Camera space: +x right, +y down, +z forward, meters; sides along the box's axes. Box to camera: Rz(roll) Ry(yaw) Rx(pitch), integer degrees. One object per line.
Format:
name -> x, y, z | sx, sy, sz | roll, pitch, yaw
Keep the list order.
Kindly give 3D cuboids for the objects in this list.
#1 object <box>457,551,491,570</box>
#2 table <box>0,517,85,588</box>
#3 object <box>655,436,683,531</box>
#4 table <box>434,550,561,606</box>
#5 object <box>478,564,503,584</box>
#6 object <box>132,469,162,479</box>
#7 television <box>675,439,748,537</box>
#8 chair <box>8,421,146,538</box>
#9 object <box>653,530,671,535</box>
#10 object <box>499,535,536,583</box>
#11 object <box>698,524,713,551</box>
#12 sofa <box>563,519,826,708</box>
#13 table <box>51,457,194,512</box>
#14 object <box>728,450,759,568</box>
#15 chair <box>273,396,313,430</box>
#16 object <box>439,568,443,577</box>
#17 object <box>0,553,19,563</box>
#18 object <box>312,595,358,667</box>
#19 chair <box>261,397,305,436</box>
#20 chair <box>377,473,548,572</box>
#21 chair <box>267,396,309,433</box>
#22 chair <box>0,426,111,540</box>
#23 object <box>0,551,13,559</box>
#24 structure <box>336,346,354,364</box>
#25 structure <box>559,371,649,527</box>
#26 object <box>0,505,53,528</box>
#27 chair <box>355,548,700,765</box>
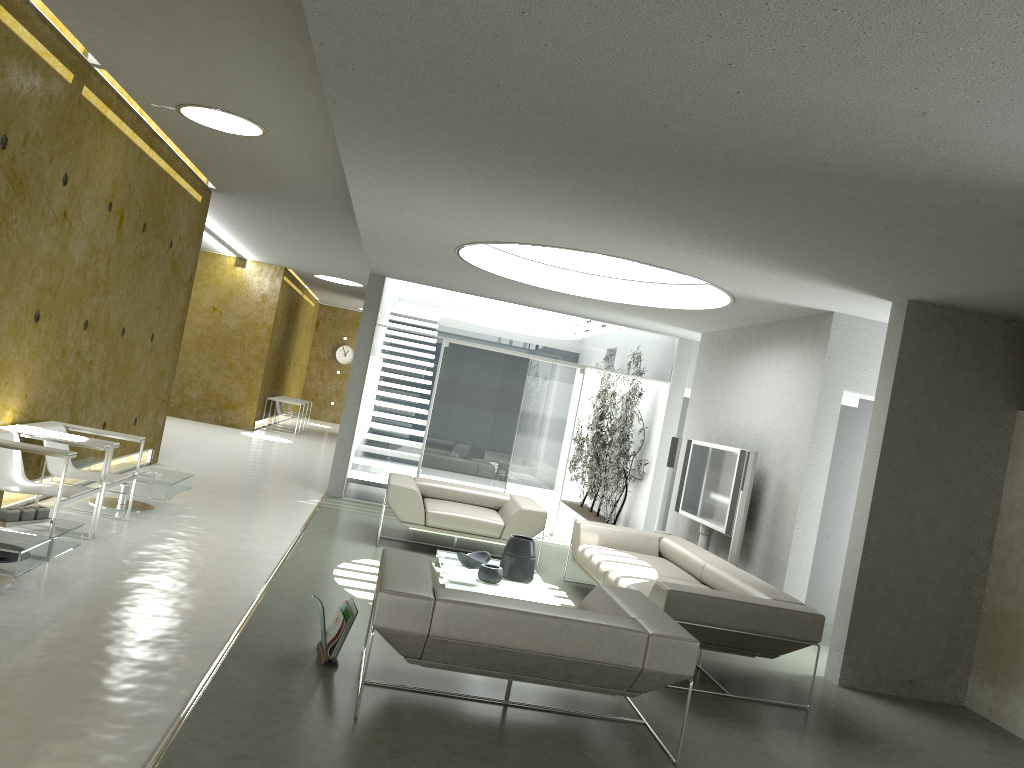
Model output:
object -> -0.294, 1.329, 6.679 | 0.223, 0.125, 0.317 | 10, -2, 29
table -> -2.938, 0.888, 4.752 | 0.900, 0.300, 0.900 | 11, -1, -7
object -> 1.679, 1.300, 9.692 | 0.310, 1.469, 0.310 | 10, -1, 20
table -> -0.147, 1.518, 6.510 | 0.790, 0.200, 1.500 | 11, -1, -7
object -> -0.154, 1.353, 6.309 | 0.177, 0.113, 0.177 | 12, -2, -27
object -> -3.076, 0.760, 7.475 | 0.197, 0.029, 0.189 | 11, -1, -7
television -> 1.947, 0.973, 8.570 | 0.127, 0.781, 1.603 | 11, -1, -7
chair -> -3.258, 0.684, 6.575 | 0.710, 0.667, 0.800 | 11, -1, -7
object -> 1.524, 1.773, 9.280 | 0.175, 0.461, 0.185 | 11, -1, -13
object -> 0.052, 1.299, 6.622 | 0.265, 0.309, 0.265 | 11, -1, -24
object -> 1.755, 1.685, 8.546 | 0.323, 0.689, 0.882 | 11, -1, -7
sofa -> 1.174, 1.579, 6.677 | 1.037, 0.585, 2.791 | 11, -1, -7
table -> -3.303, 0.886, 7.577 | 0.900, 0.300, 0.900 | 11, -1, -7
object -> 1.901, 1.288, 7.464 | 0.310, 1.469, 0.310 | 12, -2, -30
chair -> -5.048, 0.675, 20.430 | 0.710, 0.667, 0.800 | 11, -1, -7
object -> -0.379, 1.520, 6.818 | 0.387, 0.124, 0.387 | 12, -2, -35
object -> -2.722, 0.881, 4.594 | 0.394, 0.027, 0.394 | 11, -1, -24
object -> -0.949, 1.273, 4.616 | 0.216, 0.288, 0.329 | 11, -1, -17
chair -> -4.828, 0.676, 18.732 | 0.710, 0.667, 0.800 | 11, -1, -7
chair -> -0.501, 1.303, 8.502 | 1.481, 0.583, 1.039 | 11, -1, -7
chair -> -4.938, 0.675, 19.581 | 0.710, 0.667, 0.800 | 11, -1, -7
chair -> -3.149, 0.684, 5.725 | 0.710, 0.667, 0.800 | 11, -1, -7
object -> -2.722, 0.878, 4.594 | 0.239, 0.027, 0.239 | 11, -1, 10
structure -> -4.765, -0.829, 25.377 | 0.547, 0.539, 0.016 | 11, -1, -7
structure -> 1.304, 0.732, 12.759 | 0.646, 2.589, 3.371 | 11, -1, -8
object -> -2.729, 0.731, 4.953 | 0.118, 0.097, 0.326 | 10, -1, 18
chair -> 0.024, 1.306, 4.437 | 1.481, 0.583, 1.039 | 11, -1, -7
